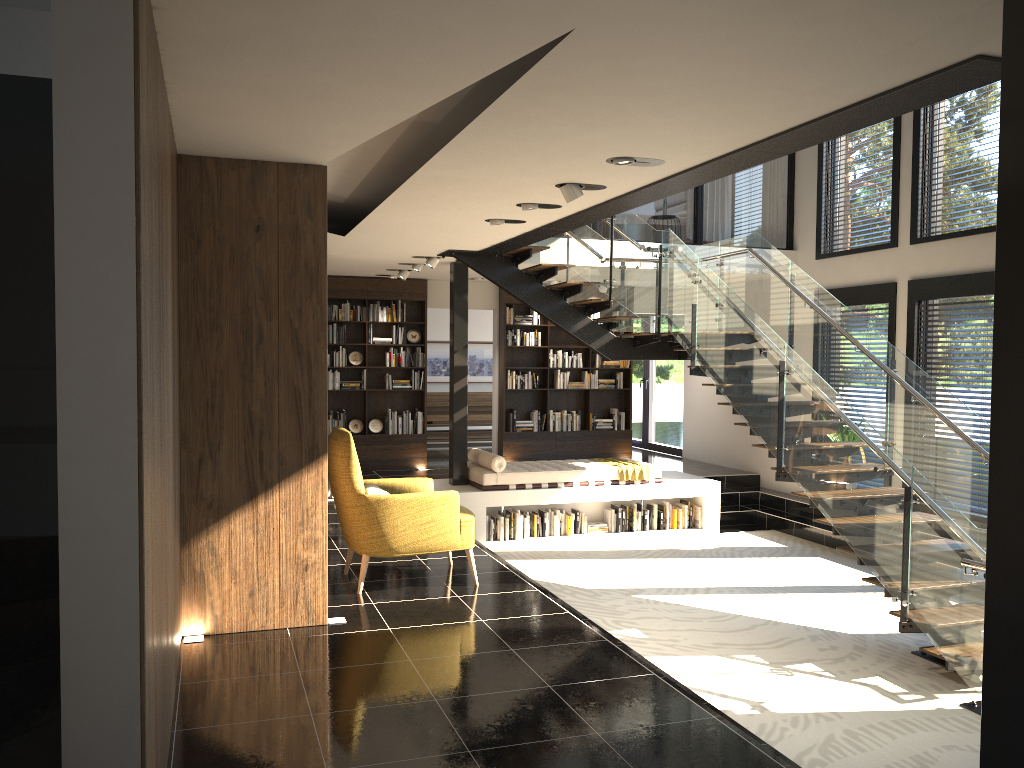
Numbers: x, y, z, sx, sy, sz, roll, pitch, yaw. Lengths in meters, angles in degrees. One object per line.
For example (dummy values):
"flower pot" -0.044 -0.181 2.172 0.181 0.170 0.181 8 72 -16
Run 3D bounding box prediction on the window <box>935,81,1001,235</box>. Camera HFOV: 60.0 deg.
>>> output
"window" 4.801 -2.729 9.014 0.005 2.298 1.220 0 2 -19

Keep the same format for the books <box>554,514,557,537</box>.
"books" 0.478 1.643 10.348 0.027 0.246 0.193 0 2 -19

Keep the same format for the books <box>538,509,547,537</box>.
"books" 0.353 1.616 10.307 0.033 0.300 0.195 0 2 -19

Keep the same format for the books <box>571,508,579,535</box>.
"books" 0.746 1.622 10.479 0.030 0.284 0.176 0 2 -19

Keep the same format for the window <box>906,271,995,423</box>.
"window" 4.721 0.126 9.083 0.358 2.477 1.497 0 2 -19

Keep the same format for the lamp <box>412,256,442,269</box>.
"lamp" -0.942 -1.406 9.823 0.346 0.263 0.195 0 2 -19

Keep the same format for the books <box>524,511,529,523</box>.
"books" 0.165 1.618 10.249 0.020 0.296 0.102 0 3 -19

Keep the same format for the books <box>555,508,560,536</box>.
"books" 0.522 1.613 10.374 0.020 0.305 0.172 0 2 -19

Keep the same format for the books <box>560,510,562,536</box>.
"books" 0.541 1.619 10.385 0.023 0.293 0.157 0 2 -19

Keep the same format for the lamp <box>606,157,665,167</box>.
"lamp" 0.693 -1.304 4.970 0.346 0.158 0.195 0 2 -19

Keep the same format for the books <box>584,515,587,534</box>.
"books" 0.839 1.655 10.503 0.030 0.218 0.186 0 2 -19

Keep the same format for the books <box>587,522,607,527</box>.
"books" 0.989 1.677 10.573 0.249 0.026 0.148 0 2 -21

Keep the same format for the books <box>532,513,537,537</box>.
"books" 0.248 1.635 10.291 0.019 0.261 0.182 0 2 -19

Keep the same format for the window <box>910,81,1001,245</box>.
"window" 4.731 -2.729 8.998 0.358 2.477 1.392 0 2 -19

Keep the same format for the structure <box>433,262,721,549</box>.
"structure" 0.586 0.202 10.747 3.781 3.246 1.148 0 2 -19

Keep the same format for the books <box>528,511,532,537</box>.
"books" 0.195 1.623 10.306 0.025 0.285 0.137 0 2 -19

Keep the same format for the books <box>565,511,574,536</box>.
"books" 0.671 1.636 10.419 0.050 0.258 0.215 0 2 -19

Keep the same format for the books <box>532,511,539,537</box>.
"books" 0.273 1.625 10.291 0.028 0.283 0.172 0 2 -19

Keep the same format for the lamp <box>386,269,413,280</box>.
"lamp" -1.438 -1.453 11.290 0.346 0.263 0.195 0 2 -19

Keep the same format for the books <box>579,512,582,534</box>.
"books" 0.776 1.638 10.508 0.045 0.252 0.142 0 2 -19

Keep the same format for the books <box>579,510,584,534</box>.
"books" 0.815 1.636 10.493 0.020 0.258 0.154 0 2 -19

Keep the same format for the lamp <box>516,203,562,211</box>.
"lamp" 0.197 -1.341 6.439 0.346 0.177 0.195 0 2 -19

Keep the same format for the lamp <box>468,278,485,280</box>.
"lamp" -0.504 -1.532 12.435 0.195 0.158 0.346 0 2 -19

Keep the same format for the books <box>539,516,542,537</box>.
"books" 0.306 1.649 10.317 0.050 0.234 0.149 0 2 -19

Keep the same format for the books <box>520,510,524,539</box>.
"books" 0.109 1.610 10.194 0.021 0.313 0.139 0 2 -19

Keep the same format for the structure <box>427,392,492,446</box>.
"structure" -1.386 0.629 16.309 6.276 0.982 0.885 0 2 -19

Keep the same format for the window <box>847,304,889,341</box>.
"window" 4.268 0.080 10.647 0.005 2.298 1.220 0 2 -19

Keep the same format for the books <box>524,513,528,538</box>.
"books" 0.153 1.631 10.222 0.021 0.271 0.148 0 2 -19

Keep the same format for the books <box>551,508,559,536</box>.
"books" 0.498 1.613 10.371 0.026 0.305 0.187 0 2 -19

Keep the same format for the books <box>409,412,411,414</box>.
"books" -1.460 0.555 12.611 0.011 0.300 0.153 0 2 -19

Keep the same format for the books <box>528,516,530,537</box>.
"books" 0.171 1.642 10.300 0.026 0.247 0.149 0 2 -19

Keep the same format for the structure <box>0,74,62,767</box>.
"structure" -2.544 -0.030 3.275 1.964 3.019 6.659 0 2 -19

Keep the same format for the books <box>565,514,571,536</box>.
"books" 0.637 1.649 10.400 0.028 0.233 0.205 0 2 -19

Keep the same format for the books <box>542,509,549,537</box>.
"books" 0.377 1.619 10.329 0.025 0.293 0.205 0 2 -19

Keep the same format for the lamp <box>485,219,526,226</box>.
"lamp" -0.051 -1.364 7.174 0.346 0.177 0.195 0 2 -19

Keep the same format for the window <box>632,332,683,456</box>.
"window" 2.423 -0.085 15.802 0.184 2.477 2.979 0 2 -19

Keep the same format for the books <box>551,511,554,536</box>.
"books" 0.447 1.622 10.361 0.025 0.287 0.169 0 2 -19

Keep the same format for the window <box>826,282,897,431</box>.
"window" 4.198 0.080 10.632 0.358 2.477 1.392 0 2 -19

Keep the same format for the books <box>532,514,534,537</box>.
"books" 0.223 1.635 10.300 0.023 0.260 0.133 0 2 -19

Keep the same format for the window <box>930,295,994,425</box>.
"window" 4.791 0.126 9.097 0.005 2.298 1.312 0 2 -19

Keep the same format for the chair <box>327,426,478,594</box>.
"chair" -0.788 0.848 6.311 1.030 1.098 0.807 0 2 -20

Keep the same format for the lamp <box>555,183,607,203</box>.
"lamp" 0.445 -1.282 5.707 0.346 0.247 0.195 0 2 -19

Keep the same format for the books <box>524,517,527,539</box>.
"books" 0.133 1.647 10.201 0.029 0.240 0.165 0 2 -19

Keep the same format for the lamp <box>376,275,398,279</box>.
"lamp" -1.686 -1.519 12.025 0.346 0.177 0.195 0 2 -19

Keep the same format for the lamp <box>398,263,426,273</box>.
"lamp" -1.190 -1.445 10.555 0.346 0.231 0.195 0 2 -19

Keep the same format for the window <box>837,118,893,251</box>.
"window" 4.291 -2.777 10.524 0.005 2.298 1.220 0 2 -19

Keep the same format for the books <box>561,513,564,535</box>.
"books" 0.563 1.639 10.410 0.034 0.252 0.151 0 2 -19

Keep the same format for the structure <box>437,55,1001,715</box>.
"structure" 1.866 -0.090 7.166 3.447 4.871 7.276 0 2 -19

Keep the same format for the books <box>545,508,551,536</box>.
"books" 0.422 1.611 10.361 0.023 0.308 0.126 0 2 -19

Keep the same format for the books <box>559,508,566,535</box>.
"books" 0.592 1.618 10.430 0.036 0.294 0.128 0 2 -19

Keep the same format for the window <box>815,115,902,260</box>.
"window" 4.221 -2.777 10.509 0.358 2.477 1.392 0 2 -19

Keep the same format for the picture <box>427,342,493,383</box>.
"picture" -1.047 -0.397 16.577 3.543 0.749 0.035 0 3 -19
